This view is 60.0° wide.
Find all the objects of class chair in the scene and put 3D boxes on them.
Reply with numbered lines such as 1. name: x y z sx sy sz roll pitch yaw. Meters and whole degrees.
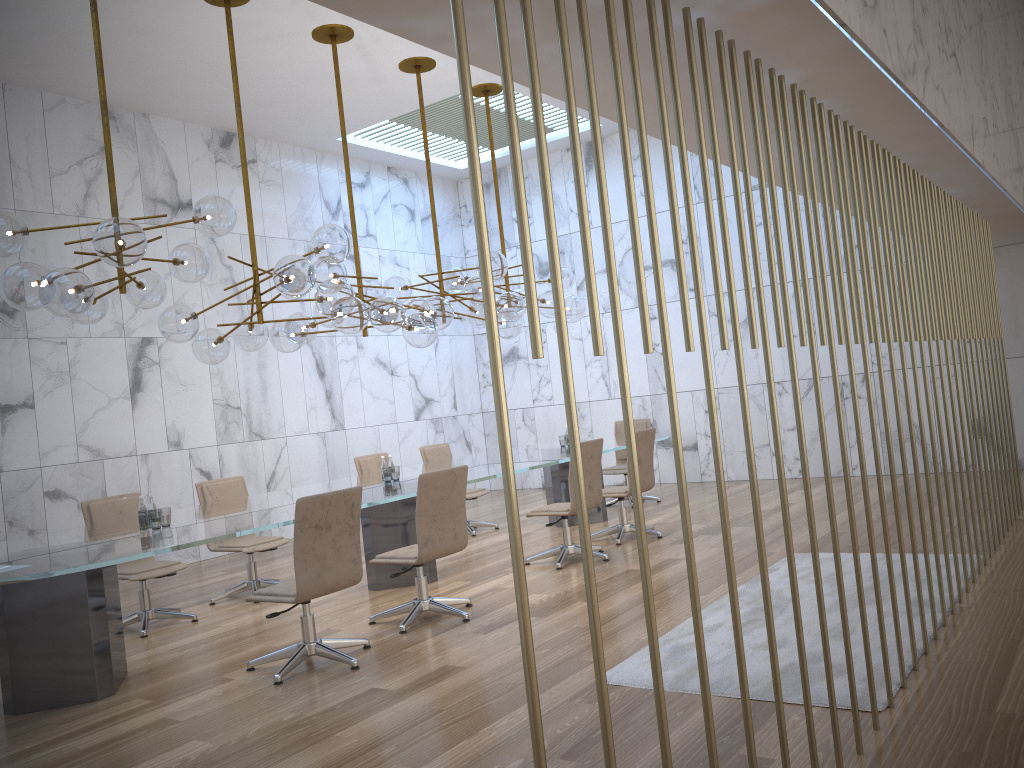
1. chair: 1.374 0.949 10.685 0.726 1.000 0.697 -7 -1 36
2. chair: 0.459 0.990 7.469 0.697 1.000 0.726 -7 -1 36
3. chair: -2.250 1.290 7.500 0.697 1.000 0.726 -7 -1 35
4. chair: -1.190 1.129 5.149 0.697 1.000 0.726 -7 -1 36
5. chair: -1.182 1.200 9.002 0.697 1.000 0.726 -7 -1 35
6. chair: -0.603 1.151 9.816 0.697 1.000 0.726 -7 -1 35
7. chair: -0.612 1.080 5.963 0.697 1.000 0.726 -7 -1 36
8. chair: 1.034 0.942 8.278 0.697 1.000 0.726 -7 -1 36
9. chair: -2.822 1.338 6.695 0.697 1.000 0.726 -7 -1 35

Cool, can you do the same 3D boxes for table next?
1. table: -0.964 1.223 7.382 2.092 0.835 7.924 -7 -1 35

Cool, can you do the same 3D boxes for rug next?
1. rug: 1.791 1.287 5.123 1.320 0.034 3.025 -7 -1 35

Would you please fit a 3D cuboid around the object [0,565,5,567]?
1. object: -2.565 0.912 4.382 0.011 0.011 0.158 -6 -1 10

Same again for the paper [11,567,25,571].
1. paper: -2.546 0.921 4.345 0.210 0.001 0.290 -7 -1 30

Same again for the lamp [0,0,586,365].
1. lamp: -1.344 -1.566 7.338 1.557 2.716 5.672 -7 -1 35

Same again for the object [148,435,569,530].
1. object: -0.810 0.732 7.622 0.183 0.117 5.112 -7 -1 36

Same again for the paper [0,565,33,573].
1. paper: -2.546 0.920 4.345 0.210 0.001 0.290 -7 -1 29

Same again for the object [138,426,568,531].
1. object: -0.847 0.688 7.662 0.124 0.213 5.189 -7 -1 36

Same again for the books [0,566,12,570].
1. books: -2.655 0.928 4.399 0.239 0.012 0.205 -7 -1 23

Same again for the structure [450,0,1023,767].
1. structure: 2.081 0.022 4.555 0.023 2.456 7.223 -7 -1 35

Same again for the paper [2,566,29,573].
1. paper: -2.546 0.921 4.345 0.210 0.001 0.290 -7 -1 28
